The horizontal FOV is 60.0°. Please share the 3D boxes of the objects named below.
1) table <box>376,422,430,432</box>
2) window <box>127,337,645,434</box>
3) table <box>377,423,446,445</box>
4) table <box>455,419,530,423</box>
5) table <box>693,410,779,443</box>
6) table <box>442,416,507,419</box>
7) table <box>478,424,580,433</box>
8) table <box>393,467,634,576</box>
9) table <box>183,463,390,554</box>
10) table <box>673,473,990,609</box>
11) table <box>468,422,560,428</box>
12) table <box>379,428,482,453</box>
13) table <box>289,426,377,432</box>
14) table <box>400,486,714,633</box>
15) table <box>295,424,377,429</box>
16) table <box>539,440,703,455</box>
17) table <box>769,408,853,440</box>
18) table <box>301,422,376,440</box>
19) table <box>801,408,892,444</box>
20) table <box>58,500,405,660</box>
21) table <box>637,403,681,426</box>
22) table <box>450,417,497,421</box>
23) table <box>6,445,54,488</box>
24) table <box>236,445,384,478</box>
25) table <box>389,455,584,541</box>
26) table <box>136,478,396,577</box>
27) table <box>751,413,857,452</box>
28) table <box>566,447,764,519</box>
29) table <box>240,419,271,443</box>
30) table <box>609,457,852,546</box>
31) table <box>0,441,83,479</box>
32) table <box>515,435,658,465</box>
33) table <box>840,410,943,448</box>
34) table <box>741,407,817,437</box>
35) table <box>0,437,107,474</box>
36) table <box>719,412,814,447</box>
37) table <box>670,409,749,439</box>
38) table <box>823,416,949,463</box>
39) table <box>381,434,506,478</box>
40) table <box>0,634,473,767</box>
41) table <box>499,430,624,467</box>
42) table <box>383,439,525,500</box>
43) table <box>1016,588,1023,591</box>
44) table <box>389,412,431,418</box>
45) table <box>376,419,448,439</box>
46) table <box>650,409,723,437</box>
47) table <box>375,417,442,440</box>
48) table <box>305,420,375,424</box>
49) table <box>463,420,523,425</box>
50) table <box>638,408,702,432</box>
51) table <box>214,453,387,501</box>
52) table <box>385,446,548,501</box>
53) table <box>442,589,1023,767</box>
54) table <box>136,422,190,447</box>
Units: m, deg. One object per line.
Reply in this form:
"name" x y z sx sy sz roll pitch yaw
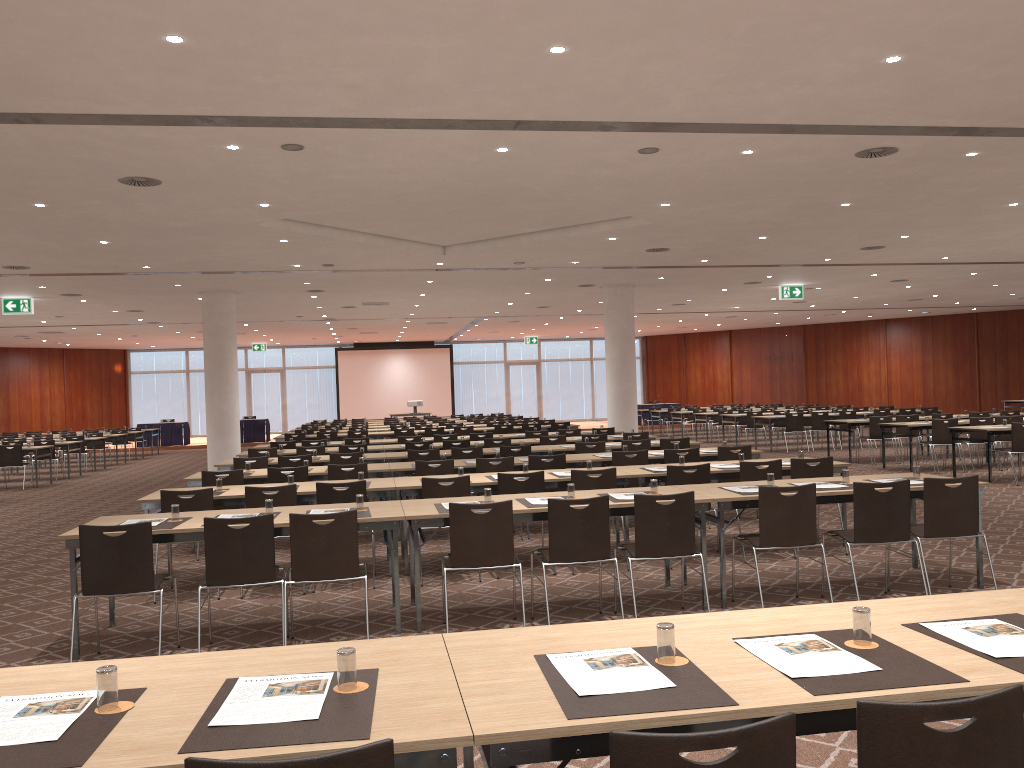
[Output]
"table" -2.828 1.554 26.090 2.267 0.833 0.953 -2 0 -9
"window" -5.134 0.085 39.873 22.960 3.872 0.217 -2 0 -9
"table" -2.506 1.529 24.116 2.267 0.833 0.953 -2 0 -9
"table" -0.589 1.479 26.455 2.267 0.833 0.953 -2 0 -9
"table" 6.477 1.227 25.582 2.267 0.833 0.953 -2 0 -9
"table" -1.233 1.530 30.403 2.267 0.833 0.953 -2 0 -9
"table" 0.377 1.403 20.534 2.267 0.833 0.953 -2 0 -9
"table" -0.011 1.333 8.818 2.267 0.833 0.953 -2 0 -9
"table" -2.572 1.433 10.427 2.267 0.833 0.953 -2 0 -9
"table" 2.550 1.232 7.210 2.267 0.833 0.953 -2 0 -9
"table" 0.055 1.428 22.508 2.267 0.833 0.953 -2 0 -9
"table" -1.862 1.478 20.168 2.267 0.833 0.953 -2 0 -9
"table" -4.745 1.605 23.751 2.267 0.833 0.953 -2 0 -9
"table" 0.311 1.307 6.844 2.267 0.833 0.953 -2 0 -9
"table" -5.067 1.630 25.725 2.267 0.833 0.953 -2 0 -9
"table" 1.584 1.308 13.132 2.267 0.833 0.953 -2 0 -9
"table" 8.716 1.151 25.948 2.267 0.833 0.953 -2 0 -9
"table" -5.389 1.655 27.699 2.267 0.833 0.953 -2 0 -9
"table" 9.038 1.126 23.974 2.267 0.833 0.953 -2 0 -9
"table" -1.928 1.383 6.479 2.267 0.833 0.953 -2 0 -9
"table" 5.747 1.196 34.808 1.712 0.832 1.042 -2 0 -9
"table" -0.911 1.504 28.429 2.267 0.833 0.953 -2 0 -9
"table" -11.003 1.786 18.677 2.267 0.833 0.953 -2 0 -9
"table" -3.216 1.484 14.375 2.267 0.833 0.953 -2 0 -9
"table" -0.333 1.358 10.792 2.267 0.833 0.953 -2 0 -9
"table" -2.250 1.408 8.453 2.267 0.833 0.953 -2 0 -9
"table" 7.121 1.176 21.634 2.267 0.833 0.953 -2 0 -9
"table" 1.906 1.282 11.158 2.267 0.833 0.953 -2 0 -9
"table" -9.710 1.717 32.285 1.712 0.832 1.042 -2 0 -9
"table" 2.228 1.257 9.184 2.267 0.833 0.953 -2 0 -9
"table" -11.325 1.812 20.651 2.267 0.833 0.953 -2 0 -9
"table" 1.262 1.333 15.106 2.267 0.833 0.953 -2 0 -9
"table" 9.360 1.101 22.000 2.267 0.833 0.953 -2 0 -9
"table" 8.394 1.177 27.922 2.267 0.833 0.953 -2 0 -9
"table" -11.647 1.837 22.624 2.267 0.833 0.953 -2 0 -9
"table" 6.799 1.201 23.608 2.267 0.833 0.953 -2 0 -9
"table" 6.155 1.252 27.556 2.267 0.833 0.953 -2 0 -9
"table" 7.685 1.132 18.180 2.267 0.833 0.953 -2 0 -9
"table" -1.299 1.434 16.714 2.267 0.833 0.953 -2 0 -9
"table" -1.277 1.331 2.488 2.267 0.833 0.953 -2 0 -9
"table" 0.940 1.359 17.079 2.267 0.833 0.953 -2 0 -9
"table" -0.977 1.409 14.740 2.267 0.833 0.953 -2 0 -9
"table" 3.201 1.180 3.219 2.267 0.833 0.953 -2 0 -9
"table" -3.812 1.518 33.264 1.539 0.832 0.953 -2 0 -9
"table" -3.150 1.580 28.064 2.267 0.833 0.953 -2 0 -9
"table" 5.833 1.277 29.530 2.267 0.833 0.953 -2 0 -9
"table" -3.472 1.605 30.038 2.267 0.833 0.953 -2 0 -9
"table" -5.711 1.681 29.672 2.267 0.833 0.953 -2 0 -9
"table" -0.267 1.454 24.482 2.267 0.833 0.953 -2 0 -9
"table" 5.512 1.303 31.504 2.267 0.833 0.953 -2 0 -9
"table" -2.894 1.459 12.401 2.267 0.833 0.953 -2 0 -9
"table" -0.655 1.383 12.766 2.267 0.833 0.953 -2 0 -9
"table" 0.962 1.256 2.854 2.267 0.833 0.953 -2 0 -9
"table" -12.515 1.811 31.827 1.712 0.832 1.042 -2 0 -9
